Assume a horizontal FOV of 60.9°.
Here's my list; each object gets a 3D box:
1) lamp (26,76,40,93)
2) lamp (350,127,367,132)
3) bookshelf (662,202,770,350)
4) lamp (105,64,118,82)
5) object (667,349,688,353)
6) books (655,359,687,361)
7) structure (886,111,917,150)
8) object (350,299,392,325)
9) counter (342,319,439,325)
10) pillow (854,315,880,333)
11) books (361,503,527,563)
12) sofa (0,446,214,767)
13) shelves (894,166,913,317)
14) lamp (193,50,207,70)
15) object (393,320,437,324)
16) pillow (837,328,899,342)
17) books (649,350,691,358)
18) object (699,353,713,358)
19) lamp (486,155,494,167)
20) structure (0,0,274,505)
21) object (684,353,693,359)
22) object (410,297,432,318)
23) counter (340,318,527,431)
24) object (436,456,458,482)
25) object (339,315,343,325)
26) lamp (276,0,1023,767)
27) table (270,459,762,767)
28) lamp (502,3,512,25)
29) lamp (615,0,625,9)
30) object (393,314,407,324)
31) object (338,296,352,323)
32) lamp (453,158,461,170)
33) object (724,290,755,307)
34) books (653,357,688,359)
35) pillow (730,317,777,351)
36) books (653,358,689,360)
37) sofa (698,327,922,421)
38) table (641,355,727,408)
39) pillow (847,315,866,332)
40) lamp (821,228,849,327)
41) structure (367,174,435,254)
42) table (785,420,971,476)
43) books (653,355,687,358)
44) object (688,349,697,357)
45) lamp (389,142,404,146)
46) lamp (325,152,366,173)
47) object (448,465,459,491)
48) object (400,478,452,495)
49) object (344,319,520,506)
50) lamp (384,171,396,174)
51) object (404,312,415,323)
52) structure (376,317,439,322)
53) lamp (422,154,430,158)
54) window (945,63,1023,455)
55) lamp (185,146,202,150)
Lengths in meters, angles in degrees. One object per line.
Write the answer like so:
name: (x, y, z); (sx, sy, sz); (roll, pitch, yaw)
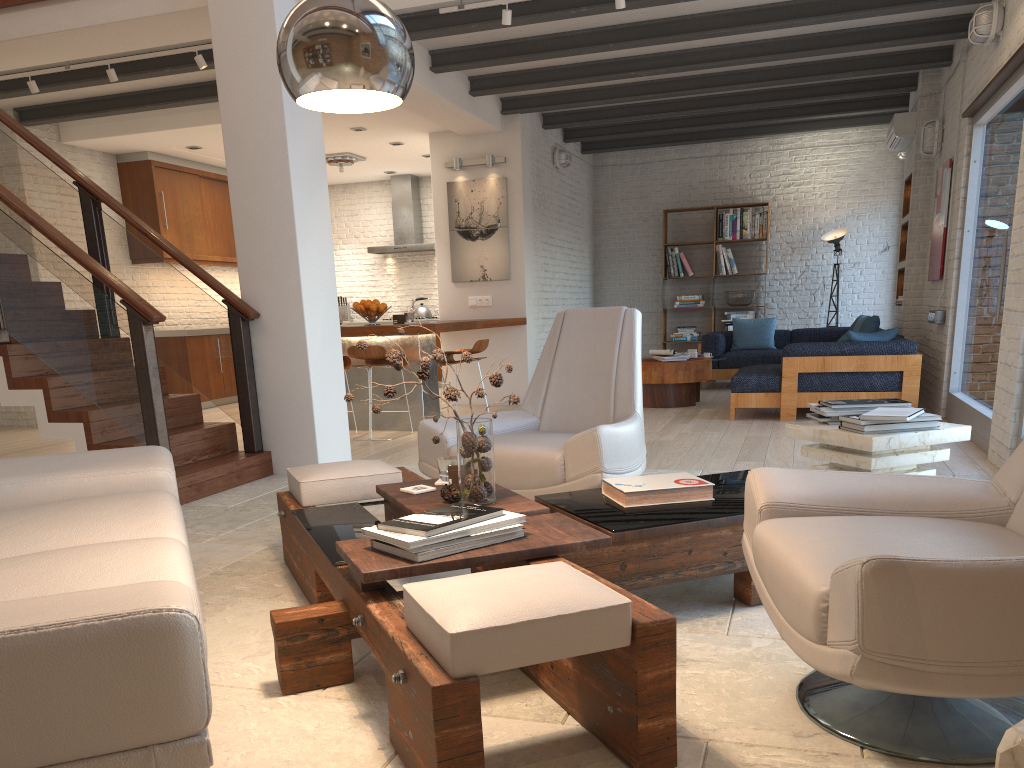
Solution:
lamp: (-3.661, -2.280, 6.663); (0.060, 0.133, 0.083); (3, 13, 20)
lamp: (-1.540, -2.572, 8.737); (0.123, 0.057, 0.120); (0, 7, 18)
bookshelf: (2.680, -1.177, 11.546); (1.315, 2.281, 0.351); (2, 15, 17)
lamp: (-2.953, -2.289, 6.436); (0.060, 0.133, 0.083); (3, 13, 20)
object: (1.872, -0.353, 9.933); (0.184, 0.094, 0.190); (4, 9, 43)
books: (1.614, -0.249, 8.851); (0.252, 0.011, 0.308); (-2, 5, -2)
structure: (3.871, -2.506, 8.682); (0.200, 0.227, 0.790); (1, 6, 18)
object: (-1.243, -0.635, 7.720); (0.364, 0.230, 0.353); (-4, 8, -16)
counter: (-2.094, -0.734, 11.072); (3.518, 0.072, 3.232); (-1, 5, 18)
pillow: (3.499, -0.477, 8.665); (0.254, 0.430, 1.174); (2, 7, 18)
books: (-0.177, 0.402, 2.408); (0.394, 0.077, 0.246); (-6, 7, -39)
sofa: (-1.498, 0.501, 2.412); (1.136, 0.781, 2.272); (-5, 7, -22)
shelves: (4.097, -1.426, 8.896); (0.192, 1.478, 0.740); (3, 13, 18)
lamp: (-2.212, -2.297, 6.191); (0.086, 0.133, 0.057); (-7, 14, -21)
object: (-0.870, -0.541, 7.577); (0.394, 0.036, 0.192); (0, 6, 22)
pillow: (2.988, -0.304, 7.480); (0.560, 0.340, 0.367); (-5, 10, -21)
books: (1.613, -0.301, 8.909); (0.268, 0.113, 0.317); (-7, 8, -39)
object: (2.118, -0.306, 9.492); (0.155, 0.059, 0.262); (-1, 5, 11)
lamp: (-0.225, -2.274, 8.882); (0.078, 0.108, 0.078); (-13, 15, -43)
structure: (-1.896, -1.540, 5.971); (10.143, 4.284, 13.433); (0, 6, 18)
object: (1.819, -0.296, 9.084); (0.146, 0.058, 0.169); (-1, 6, 7)
object: (-1.240, -1.054, 12.018); (0.260, 0.285, 0.256); (6, 13, 39)
counter: (-1.012, -0.120, 8.493); (1.684, 0.951, 2.420); (0, 7, 18)
object: (-0.234, 0.316, 3.236); (0.090, 0.088, 0.089); (-6, 10, -22)
object: (-1.540, -0.567, 7.736); (0.091, 0.088, 0.088); (0, 10, 15)
lamp: (0.125, -0.299, 1.486); (0.314, 2.433, 1.990); (-13, 15, -35)
table: (0.165, 0.558, 2.954); (1.958, 0.444, 2.150); (-4, 6, -21)
lamp: (-0.033, -2.323, 5.497); (0.059, 0.133, 0.083); (-5, 12, -12)
lamp: (0.655, -2.331, 5.279); (0.060, 0.133, 0.083); (3, 13, 20)
object: (-0.981, -0.568, 7.649); (0.093, 0.085, 0.112); (-7, 10, -27)
object: (-2.502, -1.088, 12.740); (0.321, 0.389, 0.064); (1, 15, 17)
lamp: (-0.563, -2.270, 8.991); (0.078, 0.108, 0.078); (-13, 15, -43)
object: (3.000, -1.122, 11.494); (0.396, 0.209, 0.395); (-6, 8, -30)
books: (1.604, -0.270, 8.846); (0.252, 0.011, 0.309); (-3, 5, -12)
pillow: (2.974, -0.616, 10.725); (0.555, 0.424, 0.215); (0, 13, 17)
books: (1.616, -0.261, 8.864); (0.252, 0.011, 0.309); (-3, 5, -12)
sofa: (2.901, -0.196, 9.145); (2.077, 0.683, 3.830); (0, 6, 18)
table: (1.699, -0.061, 9.433); (1.073, 0.462, 1.778); (1, 6, 24)
pillow: (3.927, -0.574, 9.904); (0.243, 0.411, 1.072); (2, 7, 17)
lamp: (4.134, -0.984, 10.777); (0.505, 1.911, 0.836); (-4, 13, -9)
structure: (-1.466, -2.323, 11.921); (0.984, 1.028, 0.440); (1, 13, 18)
table: (1.476, 0.417, 3.588); (0.491, 0.522, 0.481); (-6, 11, -21)
books: (1.600, -0.280, 8.836); (0.252, 0.011, 0.309); (-3, 5, -7)
object: (1.934, -0.315, 9.355); (0.107, 0.112, 0.105); (4, 12, 34)
lamp: (-1.266, -2.652, 9.554); (0.123, 0.057, 0.120); (0, 7, 18)
lamp: (-2.014, -2.582, 10.264); (0.450, 0.176, 0.436); (0, 7, 18)
object: (-0.174, 0.338, 3.111); (0.094, 0.085, 0.111); (-4, 9, -10)
object: (-0.274, 0.361, 3.175); (0.271, 0.036, 0.241); (-3, 5, -10)
object: (-0.260, 0.098, 2.804); (0.541, 0.629, 0.305); (-4, 13, -11)
lamp: (-1.604, -2.801, 11.469); (0.123, 0.057, 0.120); (0, 7, 18)
object: (-0.886, -0.575, 7.538); (0.090, 0.088, 0.088); (4, 11, 33)
structure: (-1.439, -0.908, 12.223); (0.811, 0.033, 0.572); (-1, 5, 18)
lamp: (-0.993, -2.732, 10.370); (0.123, 0.057, 0.120); (0, 7, 18)
window: (3.129, -2.754, 4.577); (0.646, 6.617, 11.954); (3, 8, 18)
lamp: (-3.409, -2.550, 9.337); (0.123, 0.057, 0.120); (0, 7, 18)
